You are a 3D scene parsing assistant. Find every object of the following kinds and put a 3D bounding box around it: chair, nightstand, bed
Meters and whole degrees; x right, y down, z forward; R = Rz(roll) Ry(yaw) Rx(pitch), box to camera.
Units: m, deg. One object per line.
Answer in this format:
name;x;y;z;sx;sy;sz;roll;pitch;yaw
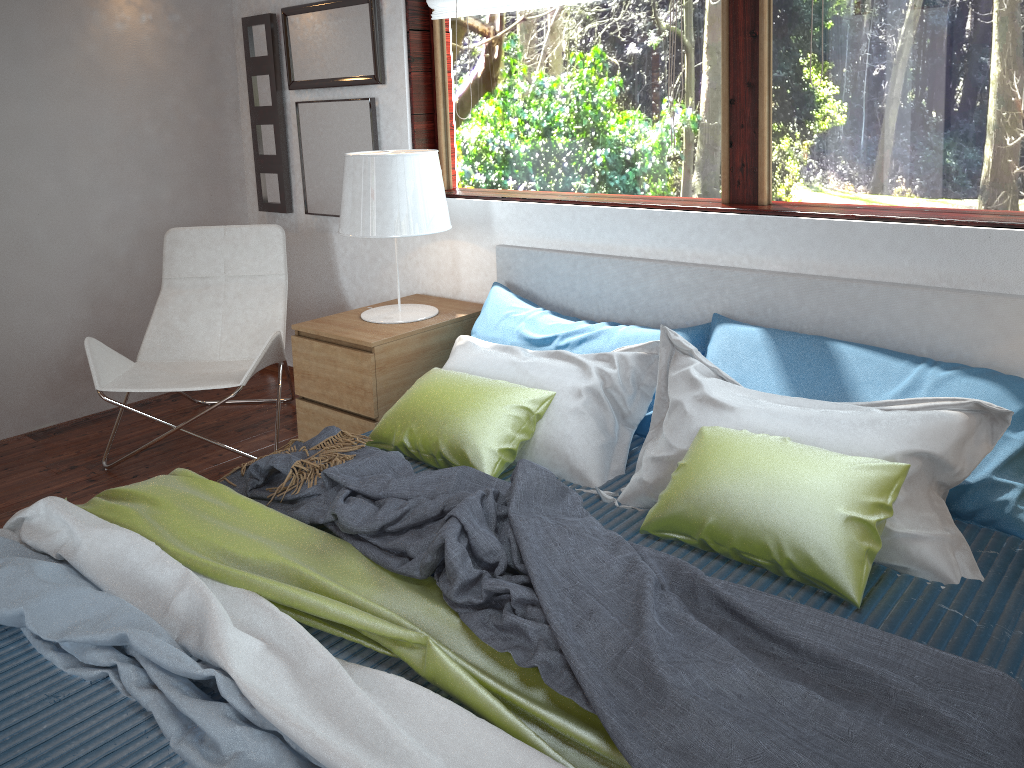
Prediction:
chair;-1.180;-0.179;3.382;0.697;0.775;0.827;-2;13;1
nightstand;-0.408;0.014;3.182;0.433;0.526;0.623;8;17;40
bed;-0.077;0.359;1.686;2.168;0.746;2.637;12;22;39

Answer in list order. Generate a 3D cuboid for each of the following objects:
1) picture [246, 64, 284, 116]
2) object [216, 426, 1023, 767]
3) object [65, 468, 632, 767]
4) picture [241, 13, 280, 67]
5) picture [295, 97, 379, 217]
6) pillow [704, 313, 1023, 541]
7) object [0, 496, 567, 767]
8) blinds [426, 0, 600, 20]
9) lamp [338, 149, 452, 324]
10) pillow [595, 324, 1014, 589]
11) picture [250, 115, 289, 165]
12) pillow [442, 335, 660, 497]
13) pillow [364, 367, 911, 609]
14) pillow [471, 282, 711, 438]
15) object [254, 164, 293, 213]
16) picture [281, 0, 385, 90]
picture;-1.135;-1.345;4.004;0.225;0.219;0.041;9;13;40
object;-0.053;0.379;1.699;0.640;0.394;2.166;-14;21;-38
object;-0.228;0.574;1.590;2.127;0.434;0.503;11;18;36
picture;-1.145;-1.561;3.971;0.225;0.219;0.041;9;13;40
picture;-0.744;-0.961;3.728;0.510;0.491;0.044;9;13;40
pillow;0.849;0.062;2.215;0.931;0.309;0.375;11;19;37
object;-0.490;0.609;1.332;2.177;0.365;0.550;11;19;35
blinds;0.143;-1.559;3.013;1.251;0.480;0.055;12;15;40
lamp;-0.416;-0.537;3.122;0.409;0.572;0.415;7;14;37
pillow;0.639;0.135;1.974;0.860;0.380;0.369;9;17;34
picture;-1.124;-1.130;4.037;0.225;0.219;0.041;9;13;40
pillow;0.027;0.026;2.514;0.881;0.348;0.485;10;18;35
pillow;0.199;0.161;2.116;1.396;0.212;0.318;13;20;39
pillow;0.191;-0.097;2.772;0.923;0.319;0.355;11;18;38
object;-1.114;-0.914;4.069;0.225;0.219;0.041;9;13;40
picture;-0.766;-1.430;3.671;0.634;0.352;0.042;11;15;40
